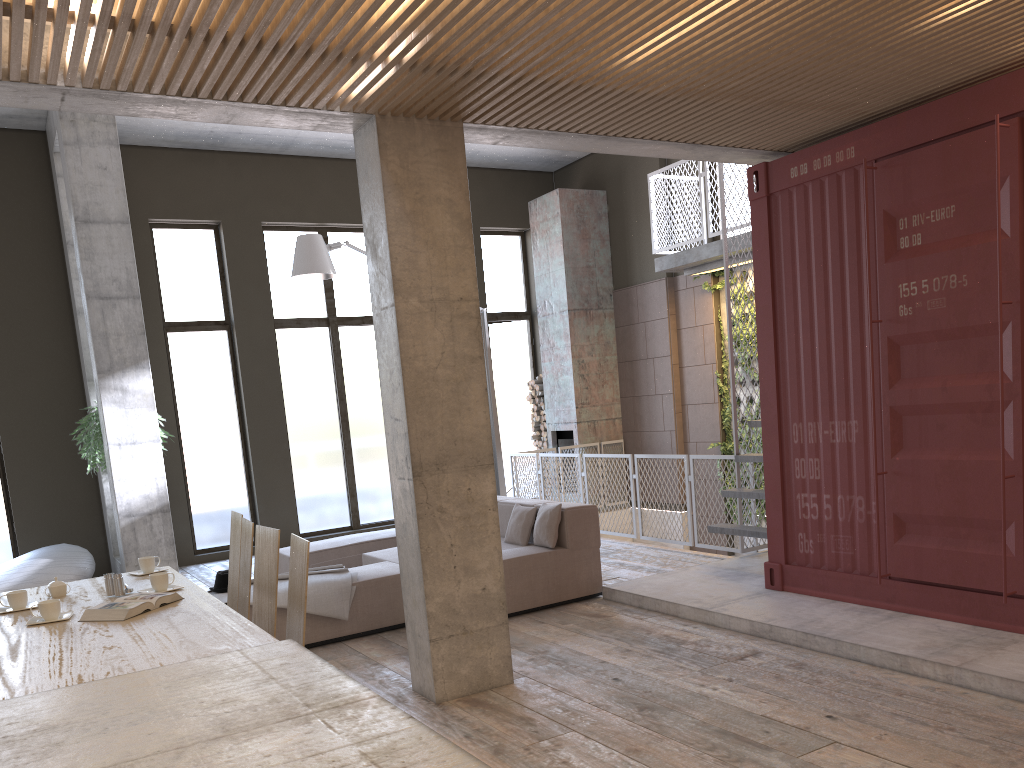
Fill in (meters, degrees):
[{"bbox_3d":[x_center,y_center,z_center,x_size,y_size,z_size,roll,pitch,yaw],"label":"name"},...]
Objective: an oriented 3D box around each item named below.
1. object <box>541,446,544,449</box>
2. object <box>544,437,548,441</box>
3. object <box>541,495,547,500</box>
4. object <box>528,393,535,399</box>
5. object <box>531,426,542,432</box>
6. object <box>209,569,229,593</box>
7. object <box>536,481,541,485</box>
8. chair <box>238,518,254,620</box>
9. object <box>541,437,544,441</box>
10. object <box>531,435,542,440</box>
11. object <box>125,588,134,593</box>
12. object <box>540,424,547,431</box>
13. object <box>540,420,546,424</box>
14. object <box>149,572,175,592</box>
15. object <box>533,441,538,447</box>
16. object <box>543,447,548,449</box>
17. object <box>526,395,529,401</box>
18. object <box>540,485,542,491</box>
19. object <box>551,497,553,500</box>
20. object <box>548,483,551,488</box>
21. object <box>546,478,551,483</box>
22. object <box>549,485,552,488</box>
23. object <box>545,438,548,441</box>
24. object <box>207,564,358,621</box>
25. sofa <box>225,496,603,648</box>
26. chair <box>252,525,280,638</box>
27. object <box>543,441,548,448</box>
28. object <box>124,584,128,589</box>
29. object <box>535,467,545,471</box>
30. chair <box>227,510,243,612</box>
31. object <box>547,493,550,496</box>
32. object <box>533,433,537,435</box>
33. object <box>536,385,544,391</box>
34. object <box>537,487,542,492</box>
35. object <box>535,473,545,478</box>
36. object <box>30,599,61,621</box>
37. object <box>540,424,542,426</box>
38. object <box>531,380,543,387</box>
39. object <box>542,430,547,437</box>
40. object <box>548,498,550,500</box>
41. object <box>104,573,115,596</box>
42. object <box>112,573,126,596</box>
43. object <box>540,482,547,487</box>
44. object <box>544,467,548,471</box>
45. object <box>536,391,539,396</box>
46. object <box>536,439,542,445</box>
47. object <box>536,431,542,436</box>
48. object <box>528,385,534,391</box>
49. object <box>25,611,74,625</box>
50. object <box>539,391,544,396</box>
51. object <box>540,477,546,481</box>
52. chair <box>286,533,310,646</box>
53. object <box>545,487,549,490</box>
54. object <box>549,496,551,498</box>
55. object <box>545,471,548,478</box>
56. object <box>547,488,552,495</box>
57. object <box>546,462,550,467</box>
[{"bbox_3d":[0.615,0.966,13.487,0.356,0.075,0.064,-5,3,-32],"label":"object"},{"bbox_3d":[0.685,0.816,13.353,0.419,0.068,0.067,-5,2,-29],"label":"object"},{"bbox_3d":[0.600,1.729,13.612,0.291,0.108,0.098,-5,3,-29],"label":"object"},{"bbox_3d":[0.465,0.176,13.447,0.451,0.091,0.091,-5,2,-31],"label":"object"},{"bbox_3d":[0.519,0.680,13.557,0.451,0.091,0.090,-5,2,-28],"label":"object"},{"bbox_3d":[-2.146,1.490,6.648,0.295,0.171,0.302,-6,1,-43],"label":"object"},{"bbox_3d":[0.546,1.530,13.609,0.419,0.074,0.071,-5,3,-29],"label":"object"},{"bbox_3d":[-1.682,1.353,4.621,0.716,1.212,0.346,-7,7,-25],"label":"chair"},{"bbox_3d":[0.645,0.823,13.423,0.419,0.068,0.067,-5,2,-29],"label":"object"},{"bbox_3d":[0.483,0.812,13.518,0.419,0.074,0.071,-5,3,-29],"label":"object"},{"bbox_3d":[-1.991,1.071,4.551,0.051,0.019,0.050,-5,0,43],"label":"object"},{"bbox_3d":[0.578,0.646,13.354,0.291,0.108,0.098,-5,3,-31],"label":"object"},{"bbox_3d":[0.594,0.569,13.364,0.329,0.057,0.089,-5,1,-29],"label":"object"},{"bbox_3d":[-1.823,1.027,4.555,0.093,0.089,0.115,-4,2,13],"label":"object"},{"bbox_3d":[0.537,0.911,13.650,0.433,0.093,0.091,-5,3,-29],"label":"object"},{"bbox_3d":[0.662,0.946,13.396,0.360,0.069,0.122,-5,1,-29],"label":"object"},{"bbox_3d":[0.426,0.206,13.528,0.433,0.094,0.091,-5,2,-31],"label":"object"},{"bbox_3d":[0.645,1.594,13.665,0.451,0.091,0.090,-5,2,-29],"label":"object"},{"bbox_3d":[0.766,1.718,13.394,0.361,0.127,0.063,-5,5,-28],"label":"object"},{"bbox_3d":[0.748,1.534,13.444,0.419,0.068,0.067,-5,2,-29],"label":"object"},{"bbox_3d":[0.725,1.458,13.475,0.433,0.095,0.092,-5,3,-29],"label":"object"},{"bbox_3d":[0.681,1.544,13.349,0.248,0.049,0.063,-5,1,-31],"label":"object"},{"bbox_3d":[0.619,0.825,13.257,0.248,0.049,0.063,-5,1,-31],"label":"object"},{"bbox_3d":[-1.969,1.746,6.753,1.591,0.509,1.038,-5,0,-12],"label":"object"},{"bbox_3d":[-1.292,1.572,7.858,2.986,0.795,2.996,-5,-1,-30],"label":"sofa"},{"bbox_3d":[-1.440,1.322,4.177,0.715,1.212,0.347,-8,7,-33],"label":"chair"},{"bbox_3d":[0.622,0.901,13.274,0.290,0.104,0.100,-5,3,-31],"label":"object"},{"bbox_3d":[-2.016,1.060,4.549,0.051,0.046,0.050,-6,3,-12],"label":"object"},{"bbox_3d":[0.588,1.316,13.565,0.475,0.085,0.093,-5,2,-31],"label":"object"},{"bbox_3d":[-1.885,1.381,5.087,0.716,1.212,0.346,-8,7,-26],"label":"chair"},{"bbox_3d":[0.725,1.665,13.487,0.360,0.069,0.122,-5,1,-29],"label":"object"},{"bbox_3d":[0.503,0.771,13.613,0.360,0.069,0.122,-5,0,-31],"label":"object"},{"bbox_3d":[0.567,0.047,13.263,0.433,0.094,0.093,-5,2,-31],"label":"object"},{"bbox_3d":[0.600,1.629,13.742,0.433,0.093,0.091,-5,3,-29],"label":"object"},{"bbox_3d":[0.582,1.399,13.649,0.451,0.091,0.090,-5,2,-28],"label":"object"},{"bbox_3d":[-2.139,1.048,4.041,0.093,0.089,0.115,-3,3,34],"label":"object"},{"bbox_3d":[0.589,0.610,13.434,0.356,0.075,0.064,-5,3,-28],"label":"object"},{"bbox_3d":[0.442,-0.020,13.336,0.289,0.104,0.103,-5,3,-31],"label":"object"},{"bbox_3d":[0.662,0.740,13.383,0.433,0.095,0.092,-5,3,-29],"label":"object"},{"bbox_3d":[0.721,1.803,13.625,0.359,0.088,0.101,-5,2,-31],"label":"object"},{"bbox_3d":[-2.064,1.030,4.507,0.052,0.113,0.051,-4,6,15],"label":"object"},{"bbox_3d":[-2.010,1.026,4.483,0.052,0.111,0.051,-4,6,15],"label":"object"},{"bbox_3d":[0.666,1.536,13.577,0.475,0.085,0.093,-5,2,-29],"label":"object"},{"bbox_3d":[0.657,1.288,13.455,0.329,0.057,0.089,-5,1,-29],"label":"object"},{"bbox_3d":[0.559,0.129,13.310,0.419,0.067,0.067,-5,2,-31],"label":"object"},{"bbox_3d":[0.582,0.875,13.574,0.451,0.091,0.090,-5,2,-29],"label":"object"},{"bbox_3d":[0.584,0.747,13.545,0.431,0.080,0.114,-5,1,-29],"label":"object"},{"bbox_3d":[0.462,0.048,13.408,0.431,0.081,0.112,-5,1,-31],"label":"object"},{"bbox_3d":[-2.134,1.087,4.055,0.184,0.014,0.184,-5,-1,-17],"label":"object"},{"bbox_3d":[0.600,0.124,13.241,0.419,0.068,0.066,-5,2,-31],"label":"object"},{"bbox_3d":[0.647,1.466,13.636,0.431,0.080,0.114,-5,1,-29],"label":"object"},{"bbox_3d":[-1.190,1.290,3.739,0.716,1.212,0.346,-7,7,-25],"label":"chair"},{"bbox_3d":[0.685,1.613,13.536,0.451,0.091,0.090,-5,2,-32],"label":"object"},{"bbox_3d":[0.759,1.729,13.471,0.421,0.086,0.066,-5,3,-32],"label":"object"},{"bbox_3d":[0.640,1.365,13.445,0.291,0.108,0.098,-5,3,-31],"label":"object"},{"bbox_3d":[0.685,1.620,13.365,0.290,0.104,0.100,-5,3,-31],"label":"object"},{"bbox_3d":[0.740,1.201,13.363,0.475,0.085,0.093,-5,2,-29],"label":"object"}]
